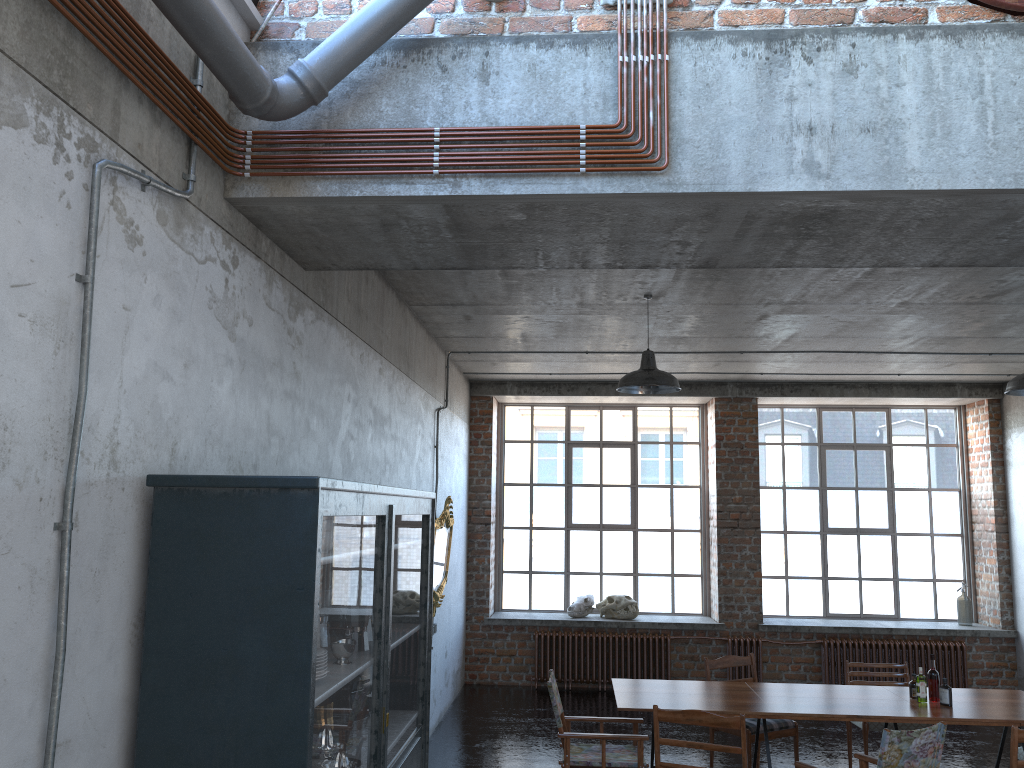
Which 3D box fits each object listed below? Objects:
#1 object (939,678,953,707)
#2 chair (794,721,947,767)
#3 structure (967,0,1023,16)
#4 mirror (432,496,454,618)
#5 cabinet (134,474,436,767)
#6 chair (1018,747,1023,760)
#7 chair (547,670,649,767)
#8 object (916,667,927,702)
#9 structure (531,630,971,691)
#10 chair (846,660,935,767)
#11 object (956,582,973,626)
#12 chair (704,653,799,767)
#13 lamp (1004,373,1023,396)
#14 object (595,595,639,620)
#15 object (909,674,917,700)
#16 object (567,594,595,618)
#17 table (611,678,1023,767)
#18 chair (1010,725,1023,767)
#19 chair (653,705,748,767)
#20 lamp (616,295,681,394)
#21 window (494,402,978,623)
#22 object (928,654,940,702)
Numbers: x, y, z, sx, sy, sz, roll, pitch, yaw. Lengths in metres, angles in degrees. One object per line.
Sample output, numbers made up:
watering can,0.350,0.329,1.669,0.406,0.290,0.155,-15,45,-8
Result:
object,3.033,2.154,6.205,0.051,0.180,0.097,4,-9,-24
chair,2.173,2.517,5.341,0.574,1.031,0.713,5,-9,-25
structure,2.101,-1.997,3.651,1.058,1.096,0.808,0,-8,4
mirror,-0.689,1.698,8.752,0.172,1.182,1.339,0,-8,4
cabinet,-0.827,1.598,3.855,0.572,2.297,2.386,0,-8,4
chair,3.901,2.691,6.166,0.577,0.971,0.589,0,-8,4
chair,0.611,2.645,6.402,0.713,1.031,0.574,0,-8,4
object,2.910,2.136,6.305,0.070,0.235,0.041,0,-8,4
structure,2.908,3.483,10.991,5.349,0.713,0.232,0,-8,4
chair,3.152,2.860,7.431,0.589,0.971,0.577,0,-8,4
object,5.787,2.810,11.352,0.172,0.551,0.172,8,-11,-41
chair,1.989,2.816,7.358,0.573,1.028,0.509,6,-9,-31
lamp,4.011,-0.380,6.762,0.502,0.891,0.502,0,-8,8
object,1.351,2.900,11.558,0.418,0.305,0.625,4,-9,-22
object,2.913,2.188,6.414,0.077,0.173,0.077,2,-8,-10
object,0.908,2.918,11.651,0.281,0.281,0.575,-4,-9,30
table,2.293,2.713,6.308,3.112,0.917,1.067,0,-8,4
chair,3.184,2.553,5.397,0.573,1.028,0.509,2,-8,-6
chair,1.246,2.562,5.656,0.573,1.028,0.509,-3,-9,24
lamp,1.072,-0.392,6.978,0.502,0.891,0.502,0,-8,8
window,7.196,3.391,11.870,19.864,12.900,0.747,0,-8,4
object,3.014,2.100,6.343,0.075,0.324,0.075,-4,-9,29
